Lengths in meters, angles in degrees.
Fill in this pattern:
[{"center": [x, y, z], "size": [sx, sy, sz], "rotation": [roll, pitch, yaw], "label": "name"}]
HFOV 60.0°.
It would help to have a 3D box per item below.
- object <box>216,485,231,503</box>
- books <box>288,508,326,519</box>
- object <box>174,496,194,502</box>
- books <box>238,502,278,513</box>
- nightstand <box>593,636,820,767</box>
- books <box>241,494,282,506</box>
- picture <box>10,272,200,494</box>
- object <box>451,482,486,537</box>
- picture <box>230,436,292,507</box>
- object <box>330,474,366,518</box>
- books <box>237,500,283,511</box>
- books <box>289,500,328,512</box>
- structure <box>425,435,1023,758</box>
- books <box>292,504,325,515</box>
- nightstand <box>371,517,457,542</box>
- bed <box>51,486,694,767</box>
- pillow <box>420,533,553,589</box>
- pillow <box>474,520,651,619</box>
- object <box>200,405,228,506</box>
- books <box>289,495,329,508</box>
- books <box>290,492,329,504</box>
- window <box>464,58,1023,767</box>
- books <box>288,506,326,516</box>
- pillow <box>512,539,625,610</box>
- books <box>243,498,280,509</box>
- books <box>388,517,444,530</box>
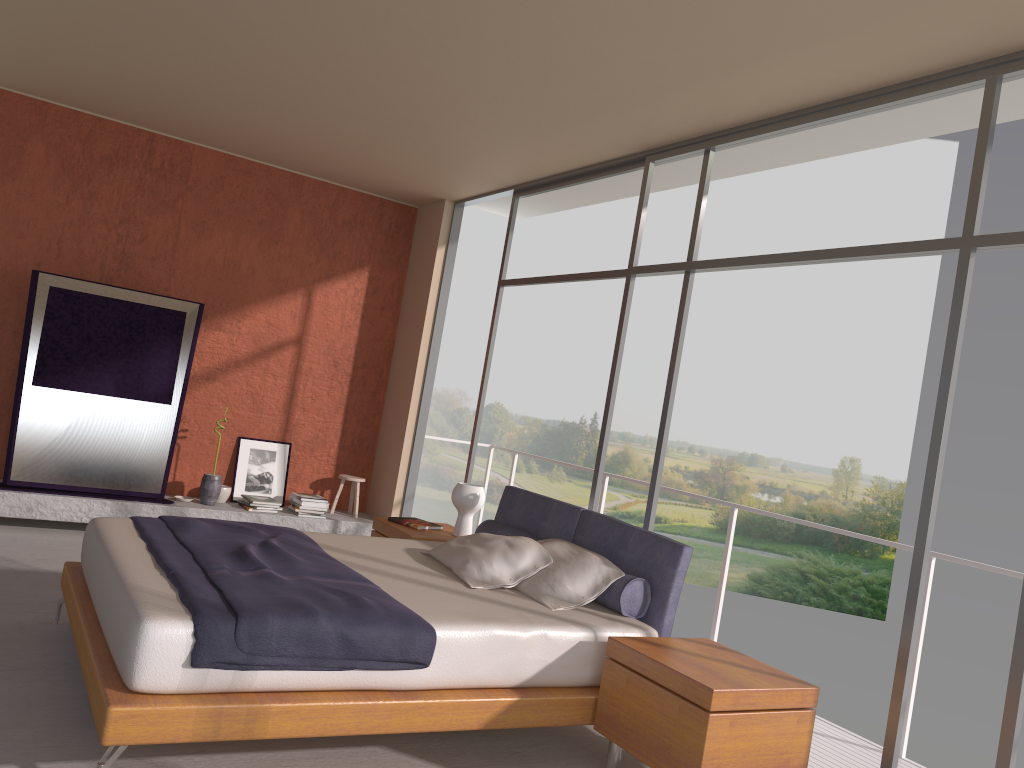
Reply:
[{"center": [-2.429, 0.914, 7.357], "size": [0.179, 0.137, 0.180], "rotation": [10, -2, -18], "label": "object"}, {"center": [-1.739, 1.096, 7.526], "size": [0.247, 0.018, 0.328], "rotation": [11, -2, -29], "label": "books"}, {"center": [-2.632, 0.929, 7.107], "size": [0.152, 0.040, 0.152], "rotation": [9, -2, 5], "label": "object"}, {"center": [-2.102, 1.025, 7.341], "size": [0.247, 0.025, 0.287], "rotation": [11, -2, -34], "label": "books"}, {"center": [0.748, 1.383, 3.545], "size": [0.562, 0.556, 0.628], "rotation": [11, -2, -30], "label": "nightstand"}, {"center": [-2.078, 0.962, 7.350], "size": [0.247, 0.018, 0.328], "rotation": [11, -2, -33], "label": "books"}, {"center": [-3.043, 0.023, 6.637], "size": [1.129, 1.496, 0.126], "rotation": [11, -2, -30], "label": "picture"}, {"center": [-0.295, 0.819, 5.749], "size": [0.224, 0.338, 0.224], "rotation": [10, -2, -19], "label": "object"}, {"center": [-2.152, 0.756, 7.626], "size": [0.458, 0.550, 0.117], "rotation": [11, -2, -30], "label": "picture"}, {"center": [-1.433, 0.995, 7.859], "size": [0.260, 0.349, 0.257], "rotation": [9, -2, 29], "label": "object"}, {"center": [-2.092, 1.004, 7.356], "size": [0.328, 0.018, 0.247], "rotation": [8, -2, 44], "label": "books"}, {"center": [-1.728, 1.030, 7.528], "size": [0.247, 0.027, 0.328], "rotation": [11, -2, -29], "label": "books"}, {"center": [1.362, 1.223, 4.691], "size": [0.728, 1.005, 7.689], "rotation": [11, -2, -30], "label": "structure"}, {"center": [-1.726, 1.058, 7.509], "size": [0.247, 0.025, 0.287], "rotation": [10, -2, -20], "label": "books"}, {"center": [-0.579, 1.230, 5.822], "size": [0.562, 0.556, 0.628], "rotation": [11, -2, -30], "label": "nightstand"}, {"center": [-0.692, 0.966, 4.229], "size": [2.462, 0.959, 2.017], "rotation": [11, -2, -30], "label": "bed"}, {"center": [-0.149, 0.890, 4.622], "size": [0.431, 0.264, 0.869], "rotation": [10, -2, -23], "label": "pillow"}, {"center": [0.220, 0.956, 4.744], "size": [0.205, 0.201, 1.470], "rotation": [11, -2, -30], "label": "pillow"}, {"center": [-2.386, 0.574, 7.162], "size": [0.165, 0.810, 0.165], "rotation": [10, -2, -7], "label": "object"}, {"center": [-1.723, 0.998, 7.529], "size": [0.247, 0.038, 0.319], "rotation": [11, -2, -33], "label": "books"}, {"center": [-1.720, 0.967, 7.535], "size": [0.247, 0.025, 0.287], "rotation": [11, -2, -31], "label": "books"}, {"center": [1.283, 0.201, 4.351], "size": [0.075, 3.133, 6.106], "rotation": [11, -2, -30], "label": "window"}, {"center": [-1.739, 1.078, 7.532], "size": [0.247, 0.018, 0.287], "rotation": [11, -2, -31], "label": "books"}, {"center": [0.189, 0.930, 4.407], "size": [0.400, 0.265, 0.791], "rotation": [10, -2, -27], "label": "pillow"}, {"center": [-2.078, 0.983, 7.346], "size": [0.247, 0.025, 0.287], "rotation": [11, -2, -28], "label": "books"}, {"center": [-0.640, 0.927, 5.896], "size": [0.287, 0.025, 0.247], "rotation": [8, -2, 40], "label": "books"}]
